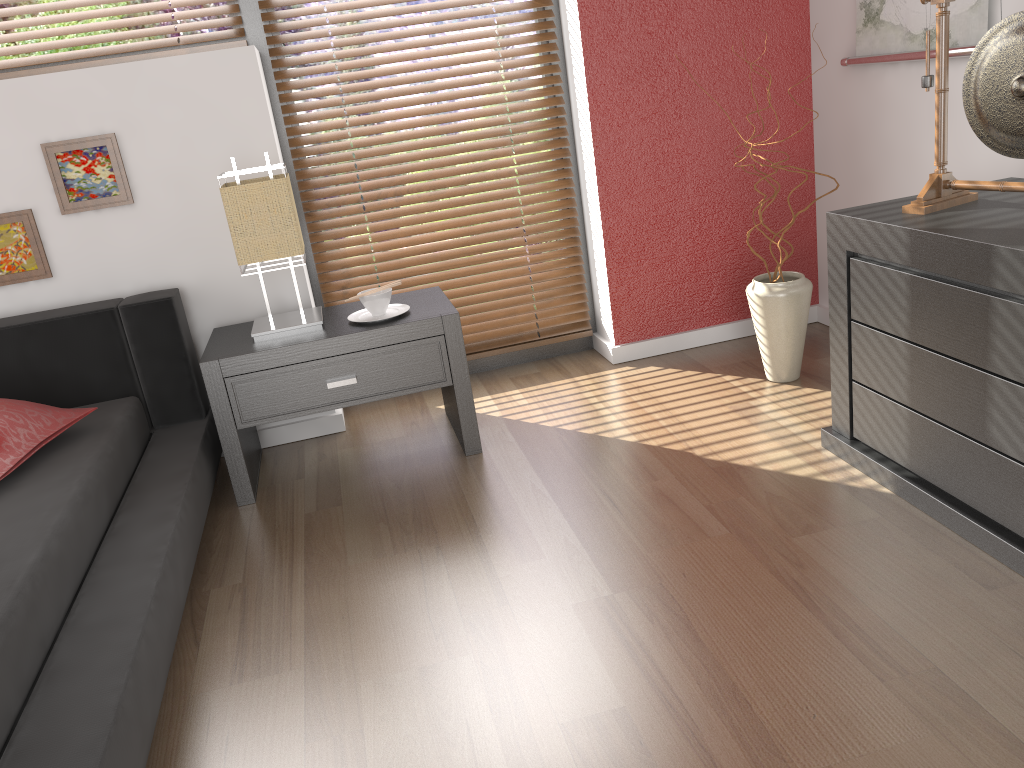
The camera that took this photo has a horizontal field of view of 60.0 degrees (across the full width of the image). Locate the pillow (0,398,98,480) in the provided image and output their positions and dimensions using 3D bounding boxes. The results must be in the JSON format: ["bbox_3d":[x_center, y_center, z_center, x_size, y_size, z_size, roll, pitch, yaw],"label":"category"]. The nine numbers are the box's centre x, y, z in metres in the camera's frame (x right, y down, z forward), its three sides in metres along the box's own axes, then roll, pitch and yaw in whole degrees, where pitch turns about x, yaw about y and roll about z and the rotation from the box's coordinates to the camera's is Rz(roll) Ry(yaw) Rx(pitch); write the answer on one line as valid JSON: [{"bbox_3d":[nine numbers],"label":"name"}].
[{"bbox_3d":[-1.459,0.153,2.146,0.745,0.172,0.418,-6,19,9],"label":"pillow"}]

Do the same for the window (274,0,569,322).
[{"bbox_3d":[-0.316,-1.082,2.977,0.889,1.893,0.020,-12,19,-9],"label":"window"}]

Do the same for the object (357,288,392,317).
[{"bbox_3d":[-0.384,-0.229,2.522,0.099,0.069,0.099,-4,19,14],"label":"object"}]

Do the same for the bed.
[{"bbox_3d":[-1.864,0.563,1.408,2.469,0.577,2.413,-12,19,-9],"label":"bed"}]

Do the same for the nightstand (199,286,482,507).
[{"bbox_3d":[-0.495,0.017,2.631,0.700,0.423,0.413,-12,19,-9],"label":"nightstand"}]

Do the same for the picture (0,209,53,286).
[{"bbox_3d":[-1.455,-0.386,2.546,0.200,0.200,0.010,-12,19,-9],"label":"picture"}]

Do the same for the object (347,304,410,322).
[{"bbox_3d":[-0.379,-0.199,2.532,0.179,0.012,0.179,-4,19,14],"label":"object"}]

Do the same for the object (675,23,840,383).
[{"bbox_3d":[0.729,-0.495,2.630,0.422,1.035,0.364,-21,22,-33],"label":"object"}]

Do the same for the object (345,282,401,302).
[{"bbox_3d":[-0.390,-0.260,2.493,0.192,0.007,0.007,-24,24,-38],"label":"object"}]

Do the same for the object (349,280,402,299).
[{"bbox_3d":[-0.387,-0.267,2.515,0.007,0.007,0.192,9,25,42],"label":"object"}]

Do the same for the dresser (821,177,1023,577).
[{"bbox_3d":[1.208,0.071,1.433,0.540,0.608,1.740,-12,19,-9],"label":"dresser"}]

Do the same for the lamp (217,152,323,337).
[{"bbox_3d":[-0.684,-0.403,2.501,0.200,0.480,0.200,-12,19,-9],"label":"lamp"}]

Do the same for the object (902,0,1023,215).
[{"bbox_3d":[0.999,-0.582,1.719,0.173,0.498,0.490,-17,21,-23],"label":"object"}]

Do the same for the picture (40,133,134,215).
[{"bbox_3d":[-1.212,-0.600,2.537,0.200,0.200,0.010,-12,19,-9],"label":"picture"}]

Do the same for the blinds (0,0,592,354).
[{"bbox_3d":[-2.181,-0.634,2.606,4.840,1.952,0.032,-12,19,-9],"label":"blinds"}]

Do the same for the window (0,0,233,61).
[{"bbox_3d":[-2.275,-1.196,2.485,2.817,0.786,0.020,-12,19,-9],"label":"window"}]

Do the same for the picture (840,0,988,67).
[{"bbox_3d":[1.039,-1.500,2.281,0.028,1.270,0.701,-12,19,-9],"label":"picture"}]
